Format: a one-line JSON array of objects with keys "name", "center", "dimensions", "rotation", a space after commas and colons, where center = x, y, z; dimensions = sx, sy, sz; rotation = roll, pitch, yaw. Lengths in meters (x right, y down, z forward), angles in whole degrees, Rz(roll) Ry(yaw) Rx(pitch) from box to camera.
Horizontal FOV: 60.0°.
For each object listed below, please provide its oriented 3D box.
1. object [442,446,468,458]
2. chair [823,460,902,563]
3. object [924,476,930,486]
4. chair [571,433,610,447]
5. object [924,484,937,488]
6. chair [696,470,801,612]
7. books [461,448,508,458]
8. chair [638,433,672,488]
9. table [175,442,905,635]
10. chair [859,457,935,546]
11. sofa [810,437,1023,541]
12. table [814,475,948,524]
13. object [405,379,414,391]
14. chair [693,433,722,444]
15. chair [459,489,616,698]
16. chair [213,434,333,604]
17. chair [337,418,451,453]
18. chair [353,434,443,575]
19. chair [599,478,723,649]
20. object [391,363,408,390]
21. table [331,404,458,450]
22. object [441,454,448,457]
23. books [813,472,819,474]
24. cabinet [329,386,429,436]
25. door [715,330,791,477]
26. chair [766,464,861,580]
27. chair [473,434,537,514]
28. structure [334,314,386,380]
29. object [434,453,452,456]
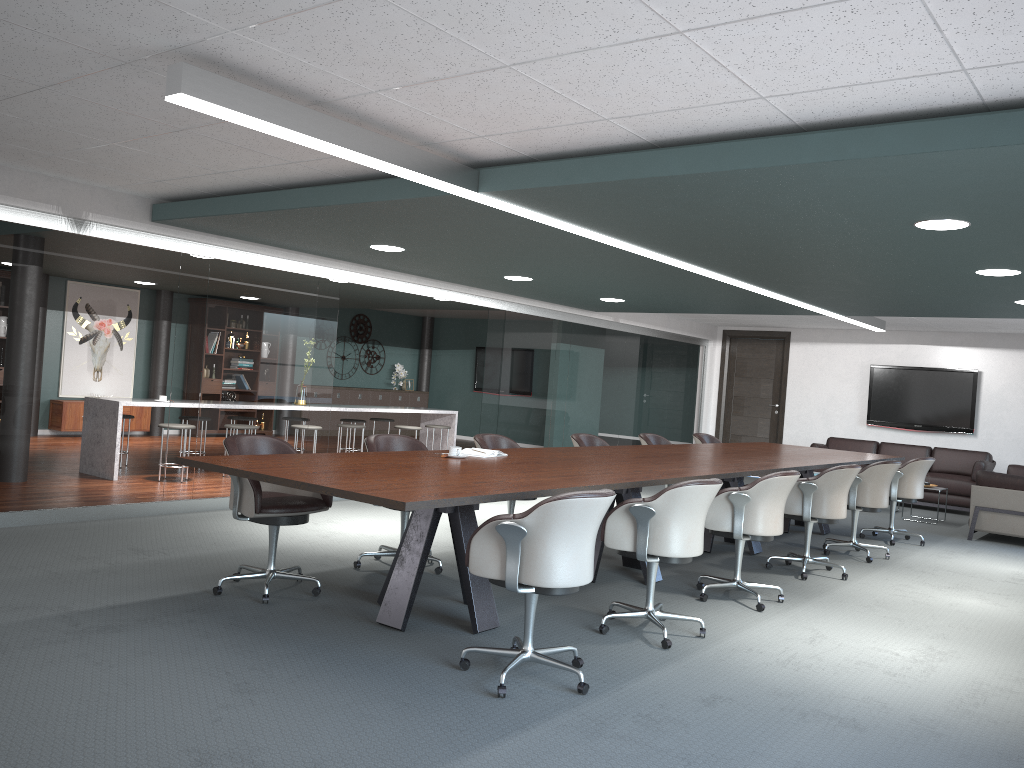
[{"name": "object", "center": [-0.307, 0.368, 4.787], "dimensions": [0.146, 0.056, 0.146], "rotation": [4, 0, -28]}, {"name": "chair", "center": [2.676, 0.940, 6.802], "dimensions": [0.523, 0.761, 0.533], "rotation": [4, 0, 23]}, {"name": "object", "center": [4.350, 1.024, 9.317], "dimensions": [0.082, 0.107, 0.082], "rotation": [4, 0, 23]}, {"name": "chair", "center": [0.693, 0.789, 6.977], "dimensions": [0.518, 0.761, 0.535], "rotation": [5, 0, 43]}, {"name": "object", "center": [4.317, 1.065, 9.318], "dimensions": [0.281, 0.028, 0.281], "rotation": [4, 0, -40]}, {"name": "chair", "center": [1.337, 0.845, 5.040], "dimensions": [0.523, 0.761, 0.533], "rotation": [4, 0, 13]}, {"name": "books", "center": [-0.167, 0.389, 5.051], "dimensions": [0.180, 0.032, 0.285], "rotation": [4, 0, 28]}, {"name": "chair", "center": [1.348, 0.835, 7.826], "dimensions": [0.523, 0.761, 0.533], "rotation": [4, 0, 19]}, {"name": "table", "center": [1.092, 0.851, 6.067], "dimensions": [1.374, 0.706, 6.694], "rotation": [4, 0, 37]}, {"name": "chair", "center": [3.352, 0.988, 7.680], "dimensions": [0.518, 0.761, 0.535], "rotation": [5, 0, 43]}, {"name": "sofa", "center": [4.919, 1.117, 9.807], "dimensions": [1.976, 0.728, 4.057], "rotation": [4, 0, -10]}, {"name": "table", "center": [3.948, 1.228, 9.735], "dimensions": [1.477, 0.359, 0.926], "rotation": [4, 0, 37]}, {"name": "object", "center": [-1.877, 0.017, 16.235], "dimensions": [0.174, 0.207, 0.042], "rotation": [4, 0, -33]}, {"name": "chair", "center": [2.013, 0.883, 8.717], "dimensions": [0.518, 0.761, 0.535], "rotation": [5, 0, 43]}, {"name": "chair", "center": [0.113, 0.758, 3.411], "dimensions": [0.518, 0.761, 0.535], "rotation": [5, 0, 43]}, {"name": "chair", "center": [-1.216, 0.654, 4.460], "dimensions": [0.518, 0.761, 0.535], "rotation": [5, 0, 43]}, {"name": "chair", "center": [-2.380, 0.673, 9.876], "dimensions": [1.479, 0.512, 4.029], "rotation": [4, 0, 37]}, {"name": "chair", "center": [-0.643, 0.694, 5.215], "dimensions": [0.535, 0.761, 0.518], "rotation": [4, 0, -32]}, {"name": "chair", "center": [0.709, 0.801, 4.210], "dimensions": [0.523, 0.761, 0.533], "rotation": [4, 0, 19]}, {"name": "object", "center": [-2.035, -0.136, 16.138], "dimensions": [0.221, 0.495, 0.600], "rotation": [4, 0, 11]}, {"name": "table", "center": [-2.345, 0.581, 9.816], "dimensions": [0.609, 0.699, 4.577], "rotation": [4, 0, 37]}, {"name": "object", "center": [-0.359, 0.381, 4.721], "dimensions": [0.044, 0.021, 0.041], "rotation": [4, 0, 30]}, {"name": "books", "center": [3.370, 0.988, 9.882], "dimensions": [0.118, 0.011, 0.090], "rotation": [4, 0, -34]}, {"name": "cabinet", "center": [-5.441, 0.280, 11.743], "dimensions": [0.402, 0.820, 12.287], "rotation": [4, 0, 37]}, {"name": "door", "center": [3.537, 0.283, 13.048], "dimensions": [1.038, 2.130, 0.139], "rotation": [4, 0, 37]}, {"name": "chair", "center": [2.038, 0.895, 5.949], "dimensions": [0.518, 0.761, 0.535], "rotation": [5, 0, 43]}, {"name": "chair", "center": [-0.032, 0.738, 6.021], "dimensions": [0.518, 0.761, 0.535], "rotation": [5, 0, 43]}, {"name": "structure", "center": [-2.825, -0.656, 15.394], "dimensions": [0.017, 1.178, 1.791], "rotation": [4, 0, 37]}, {"name": "object", "center": [-0.348, 0.383, 4.749], "dimensions": [0.155, 0.012, 0.034], "rotation": [4, 0, 14]}]
